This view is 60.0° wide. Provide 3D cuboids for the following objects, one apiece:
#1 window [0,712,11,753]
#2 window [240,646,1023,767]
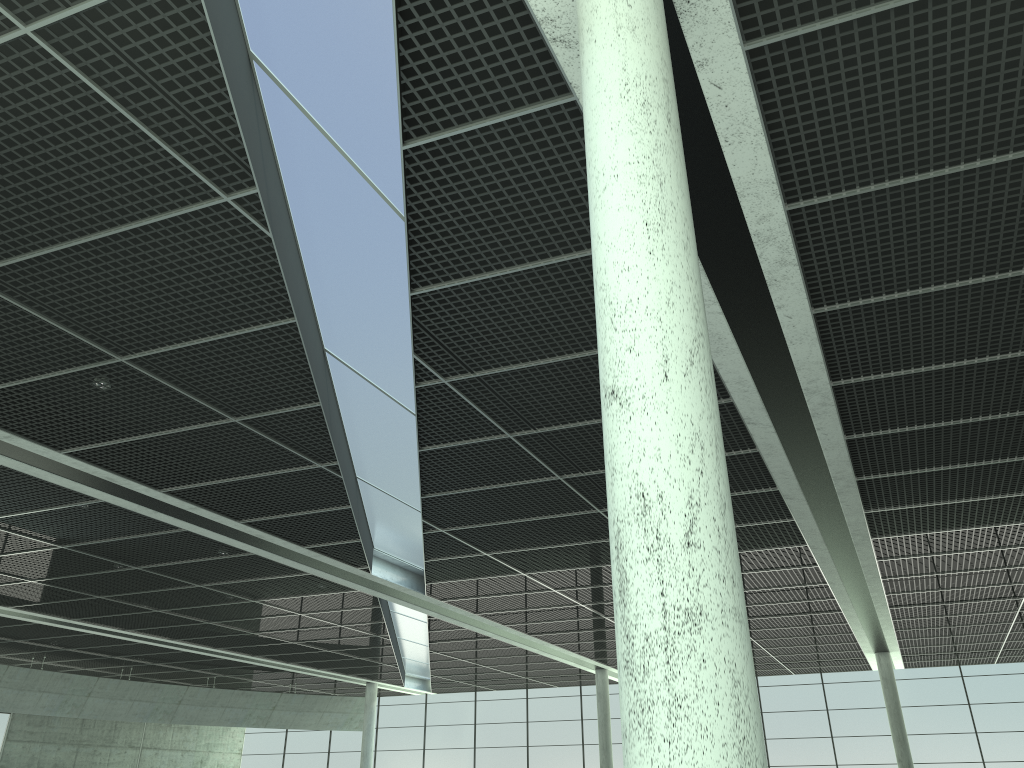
[{"bbox_3d":[-52.455,31.229,65.161,0.159,10.661,33.456,-11,-29,20],"label":"window"},{"bbox_3d":[-6.497,19.648,49.535,99.790,16.079,100.568,-11,-29,20],"label":"window"}]
